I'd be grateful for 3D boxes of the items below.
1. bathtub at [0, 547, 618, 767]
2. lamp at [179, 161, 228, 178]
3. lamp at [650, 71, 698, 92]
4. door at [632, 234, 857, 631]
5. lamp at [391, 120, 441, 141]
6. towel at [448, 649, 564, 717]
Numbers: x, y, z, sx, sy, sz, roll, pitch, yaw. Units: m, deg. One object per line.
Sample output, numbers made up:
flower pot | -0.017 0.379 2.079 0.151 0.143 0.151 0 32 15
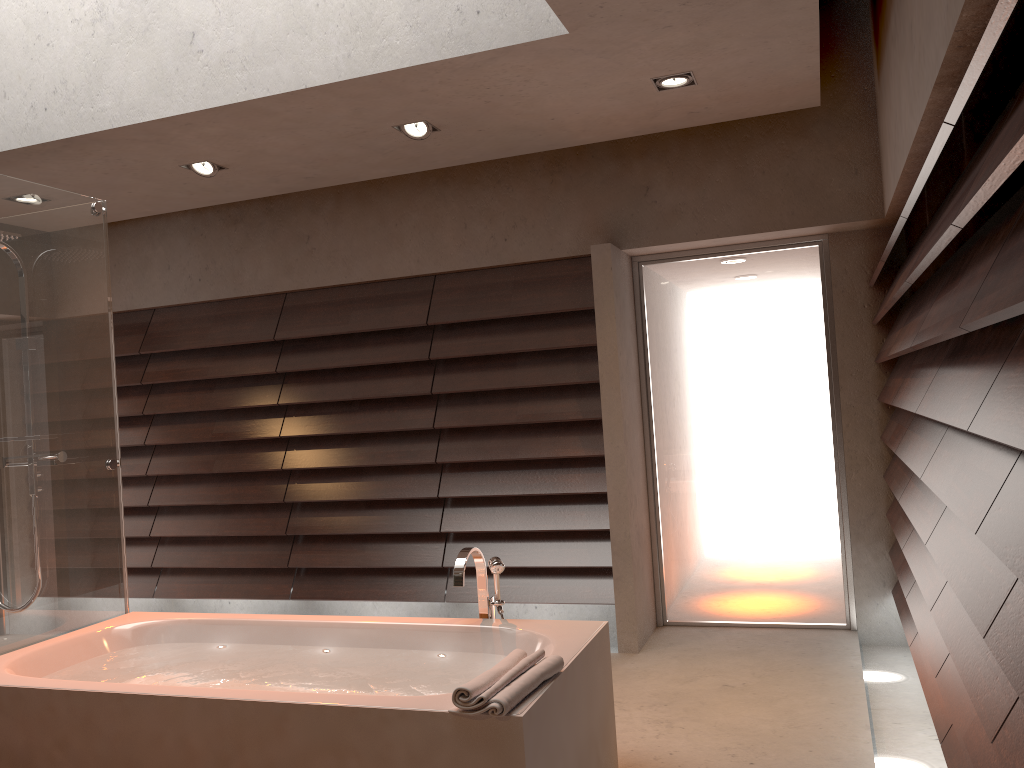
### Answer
bathtub | -0.743 0.986 2.928 2.000 0.761 0.994 -4 -1 19
lamp | -1.507 -1.074 4.333 0.165 0.110 0.170 -4 -1 19
lamp | 0.652 -1.239 3.572 0.165 0.051 0.170 -4 -1 19
door | 1.203 0.272 4.665 1.007 2.000 0.090 -4 -1 19
lamp | -0.426 -1.153 3.952 0.165 0.110 0.170 -4 -1 19
towel | -0.009 0.769 2.320 0.159 0.068 0.396 -4 -1 25
